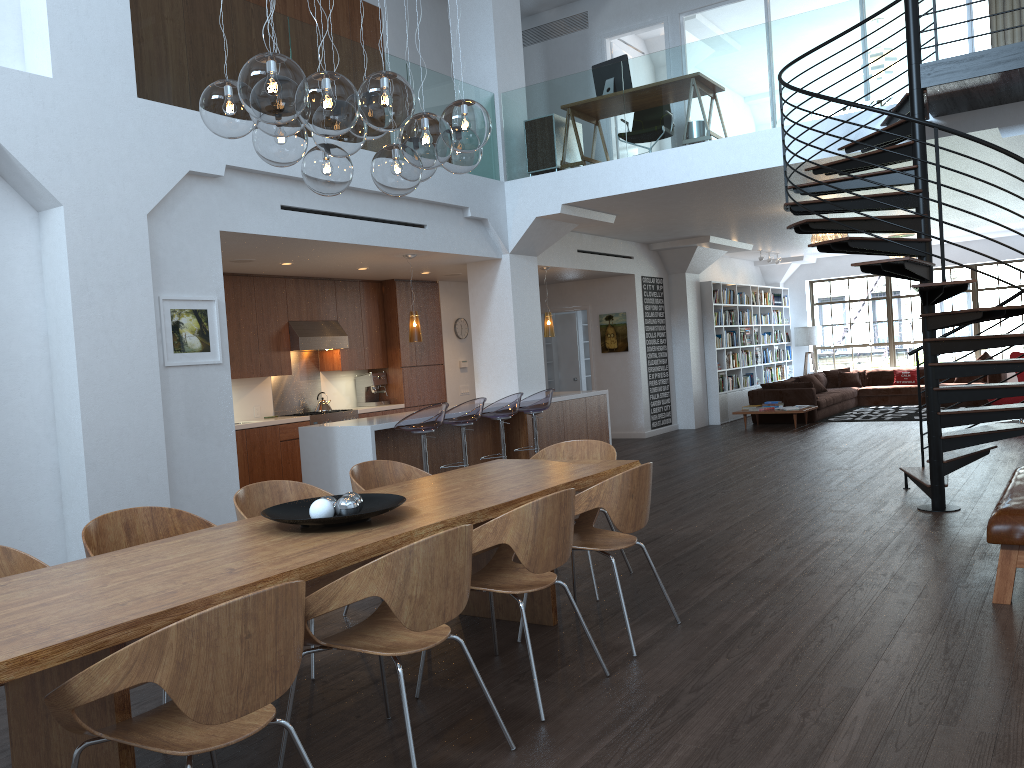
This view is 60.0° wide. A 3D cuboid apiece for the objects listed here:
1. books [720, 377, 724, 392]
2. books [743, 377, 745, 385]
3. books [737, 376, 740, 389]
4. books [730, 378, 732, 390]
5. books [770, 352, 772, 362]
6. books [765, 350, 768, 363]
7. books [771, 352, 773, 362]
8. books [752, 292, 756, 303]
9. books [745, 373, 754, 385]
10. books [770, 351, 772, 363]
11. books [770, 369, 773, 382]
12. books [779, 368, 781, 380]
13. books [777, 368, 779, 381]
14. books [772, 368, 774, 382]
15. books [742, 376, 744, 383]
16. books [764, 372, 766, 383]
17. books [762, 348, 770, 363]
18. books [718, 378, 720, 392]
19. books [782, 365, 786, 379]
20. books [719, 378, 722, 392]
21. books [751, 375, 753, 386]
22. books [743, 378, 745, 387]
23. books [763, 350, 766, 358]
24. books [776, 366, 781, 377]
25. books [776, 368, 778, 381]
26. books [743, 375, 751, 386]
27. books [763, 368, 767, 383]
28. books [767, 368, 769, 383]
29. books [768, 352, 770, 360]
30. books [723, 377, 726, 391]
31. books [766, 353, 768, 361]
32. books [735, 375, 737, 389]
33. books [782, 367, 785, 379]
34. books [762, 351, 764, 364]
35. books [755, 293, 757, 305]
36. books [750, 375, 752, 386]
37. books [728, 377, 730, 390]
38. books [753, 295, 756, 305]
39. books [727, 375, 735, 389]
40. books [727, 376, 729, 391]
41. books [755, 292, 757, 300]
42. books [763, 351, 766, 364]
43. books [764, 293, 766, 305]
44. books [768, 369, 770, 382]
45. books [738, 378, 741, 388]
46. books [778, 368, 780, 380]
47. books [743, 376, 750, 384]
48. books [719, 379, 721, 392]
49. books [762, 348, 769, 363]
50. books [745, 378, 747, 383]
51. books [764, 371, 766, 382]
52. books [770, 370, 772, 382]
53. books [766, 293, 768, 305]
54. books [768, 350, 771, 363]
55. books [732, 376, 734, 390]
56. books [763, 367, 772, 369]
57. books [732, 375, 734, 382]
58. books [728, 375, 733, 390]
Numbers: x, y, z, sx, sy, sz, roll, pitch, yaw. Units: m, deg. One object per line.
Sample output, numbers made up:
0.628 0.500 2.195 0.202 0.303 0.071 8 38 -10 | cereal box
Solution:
3.533 0.009 15.197 0.183 0.253 0.042 -3 2 33 | books
4.174 -0.027 16.158 0.128 0.178 0.021 -3 2 33 | books
3.957 -0.031 15.839 0.174 0.236 0.142 -3 2 33 | books
3.764 0.007 15.530 0.161 0.223 0.030 -3 2 33 | books
5.019 -0.542 17.487 0.170 0.251 0.118 -3 2 33 | books
4.859 -0.523 17.225 0.182 0.253 0.098 -3 2 33 | books
5.066 -0.532 17.546 0.161 0.222 0.084 -3 2 33 | books
4.545 -1.614 16.856 0.160 0.251 0.031 -3 2 33 | books
4.448 -0.086 16.586 0.140 0.231 0.042 -3 2 33 | books
5.041 -0.542 17.525 0.159 0.248 0.089 -3 2 33 | books
5.047 -0.166 17.489 0.183 0.253 0.034 -3 2 33 | books
5.335 -0.201 17.941 0.183 0.253 0.037 -3 2 33 | books
5.255 -0.191 17.820 0.183 0.253 0.037 -3 2 33 | books
5.086 -0.174 17.562 0.180 0.259 0.060 -3 2 33 | books
4.146 -0.035 16.125 0.127 0.200 0.020 -3 2 33 | books
4.810 -0.123 17.130 0.161 0.223 0.026 -3 2 33 | books
4.938 -0.553 17.370 0.176 0.293 0.125 -3 2 33 | books
3.431 0.022 15.041 0.160 0.251 0.031 -3 2 33 | books
5.540 -0.243 18.271 0.176 0.290 0.053 -3 2 33 | books
3.480 0.023 15.098 0.174 0.240 0.054 -3 2 33 | books
4.406 -0.066 16.513 0.146 0.202 0.027 -3 2 33 | books
4.164 -0.026 16.139 0.128 0.178 0.022 -3 2 33 | books
4.824 -0.521 17.191 0.182 0.255 0.077 -3 2 33 | books
5.352 -0.219 17.999 0.198 0.284 0.066 -3 2 33 | books
5.232 -0.189 17.792 0.183 0.253 0.036 -3 2 33 | books
4.343 -0.059 16.425 0.146 0.202 0.027 -3 2 33 | books
4.844 -0.159 17.205 0.198 0.284 0.066 -3 2 33 | books
4.911 -0.169 17.293 0.176 0.290 0.053 -3 2 33 | books
4.969 -0.521 17.415 0.161 0.222 0.084 -3 2 33 | books
3.579 0.004 15.266 0.180 0.251 0.048 -3 2 33 | books
4.890 -0.512 17.283 0.161 0.222 0.083 -3 2 33 | books
3.908 -0.034 15.763 0.183 0.253 0.042 -3 2 33 | books
5.498 -0.216 18.201 0.171 0.246 0.057 -3 2 33 | books
4.751 -0.513 17.070 0.182 0.255 0.077 -3 2 33 | books
4.570 -1.603 16.878 0.161 0.223 0.032 -3 2 33 | books
4.365 -0.061 16.442 0.146 0.202 0.027 -3 2 33 | books
3.713 -0.001 15.473 0.176 0.231 0.053 -3 2 33 | books
4.511 -1.587 16.784 0.161 0.207 0.130 -3 2 33 | books
3.856 -0.031 15.694 0.180 0.259 0.042 -3 2 33 | books
3.672 -0.006 15.410 0.160 0.251 0.031 -3 2 33 | books
4.584 -1.619 16.910 0.160 0.251 0.039 -3 2 33 | books
4.809 -0.513 17.155 0.174 0.243 0.085 -3 2 33 | books
4.880 -1.651 17.361 0.171 0.246 0.057 -3 2 33 | books
4.936 -0.153 17.330 0.183 0.253 0.034 -3 2 33 | books
3.995 -0.020 15.883 0.161 0.207 0.135 -3 2 33 | books
5.315 -0.197 17.917 0.160 0.250 0.027 -3 2 33 | books
4.330 -0.052 16.395 0.139 0.191 0.036 -3 2 33 | books
3.457 0.034 15.062 0.161 0.223 0.032 -3 2 33 | books
4.901 -0.548 17.320 0.197 0.290 0.136 -3 2 33 | books
4.249 -0.029 16.261 0.120 0.167 0.020 -3 2 33 | books
4.817 -0.129 17.162 0.168 0.231 0.037 -3 2 33 | books
5.017 -0.156 17.463 0.174 0.240 0.045 -3 2 33 | books
4.923 -1.660 17.431 0.183 0.253 0.034 -3 2 33 | books
4.993 -0.534 17.441 0.174 0.242 0.105 -3 2 33 | books
3.817 -0.020 15.625 0.171 0.246 0.039 -3 2 33 | books
5.057 -0.186 17.523 0.176 0.290 0.036 -3 2 33 | books
3.836 -0.025 15.660 0.160 0.251 0.039 -3 2 33 | books
3.774 -0.020 15.566 0.183 0.253 0.042 -3 2 33 | books
